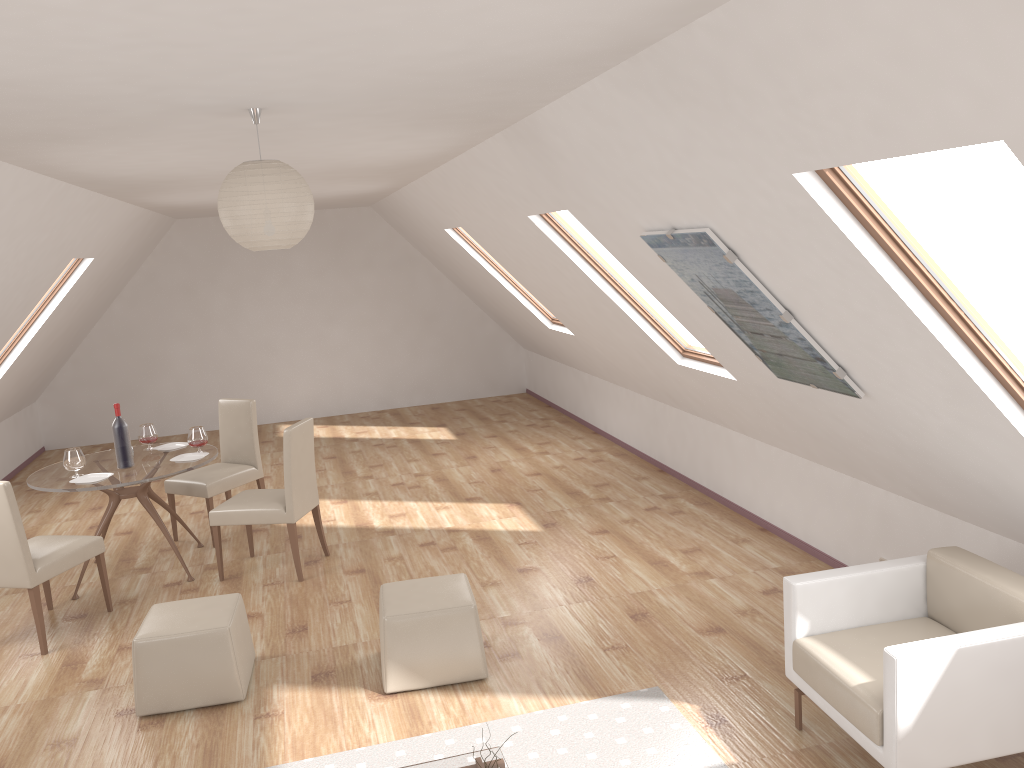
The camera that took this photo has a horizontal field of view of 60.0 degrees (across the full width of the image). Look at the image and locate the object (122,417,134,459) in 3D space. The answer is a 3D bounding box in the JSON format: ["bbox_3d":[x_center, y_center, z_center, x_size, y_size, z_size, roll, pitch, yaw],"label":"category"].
[{"bbox_3d":[-2.639,0.380,6.010,0.096,0.322,0.086,3,12,39],"label":"object"}]

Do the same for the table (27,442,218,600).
[{"bbox_3d":[-2.598,0.918,6.097,1.198,0.770,1.198,-3,9,7],"label":"table"}]

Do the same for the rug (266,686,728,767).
[{"bbox_3d":[-0.486,1.658,2.977,2.800,0.007,1.600,-7,10,-13],"label":"rug"}]

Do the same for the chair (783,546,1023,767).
[{"bbox_3d":[1.577,1.076,3.369,0.820,0.706,0.748,-6,10,-11],"label":"chair"}]

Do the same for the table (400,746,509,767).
[{"bbox_3d":[-0.515,1.582,2.889,1.173,0.190,0.730,-7,10,-13],"label":"table"}]

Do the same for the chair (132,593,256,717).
[{"bbox_3d":[-1.572,1.310,4.386,0.506,0.394,0.506,-6,10,-9],"label":"chair"}]

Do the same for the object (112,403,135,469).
[{"bbox_3d":[-2.582,0.342,5.862,0.109,0.435,0.109,-7,10,-17],"label":"object"}]

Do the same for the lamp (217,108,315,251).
[{"bbox_3d":[-0.896,-0.733,3.197,0.340,0.497,0.340,0,10,25],"label":"lamp"}]

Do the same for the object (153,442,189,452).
[{"bbox_3d":[-2.450,0.456,6.389,0.228,0.020,0.228,1,11,31],"label":"object"}]

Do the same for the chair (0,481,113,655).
[{"bbox_3d":[-2.795,0.973,5.170,0.477,0.999,0.618,-2,10,14],"label":"chair"}]

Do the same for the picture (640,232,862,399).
[{"bbox_3d":[1.018,-0.306,3.863,0.683,0.738,0.650,-7,10,-13],"label":"picture"}]

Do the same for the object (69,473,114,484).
[{"bbox_3d":[-2.655,0.602,5.606,0.228,0.020,0.228,-2,10,12],"label":"object"}]

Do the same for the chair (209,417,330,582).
[{"bbox_3d":[-1.631,0.757,5.924,0.618,0.999,0.477,-3,10,11],"label":"chair"}]

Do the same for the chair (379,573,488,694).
[{"bbox_3d":[-0.411,1.214,4.418,0.506,0.394,0.506,-6,9,-9],"label":"chair"}]

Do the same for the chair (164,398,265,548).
[{"bbox_3d":[-2.267,0.659,6.813,0.477,0.999,0.618,1,11,31],"label":"chair"}]

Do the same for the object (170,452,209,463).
[{"bbox_3d":[-2.176,0.501,5.991,0.228,0.020,0.228,-3,9,9],"label":"object"}]

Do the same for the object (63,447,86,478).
[{"bbox_3d":[-2.832,0.511,5.745,0.136,0.183,0.136,-2,10,13],"label":"object"}]

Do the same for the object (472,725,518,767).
[{"bbox_3d":[-0.070,1.265,2.896,0.123,0.359,0.184,0,11,28],"label":"object"}]

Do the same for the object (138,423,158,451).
[{"bbox_3d":[-2.636,0.383,6.423,0.136,0.183,0.136,-11,11,-34],"label":"object"}]

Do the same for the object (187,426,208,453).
[{"bbox_3d":[-2.185,0.390,6.169,0.136,0.183,0.136,-11,11,-34],"label":"object"}]
